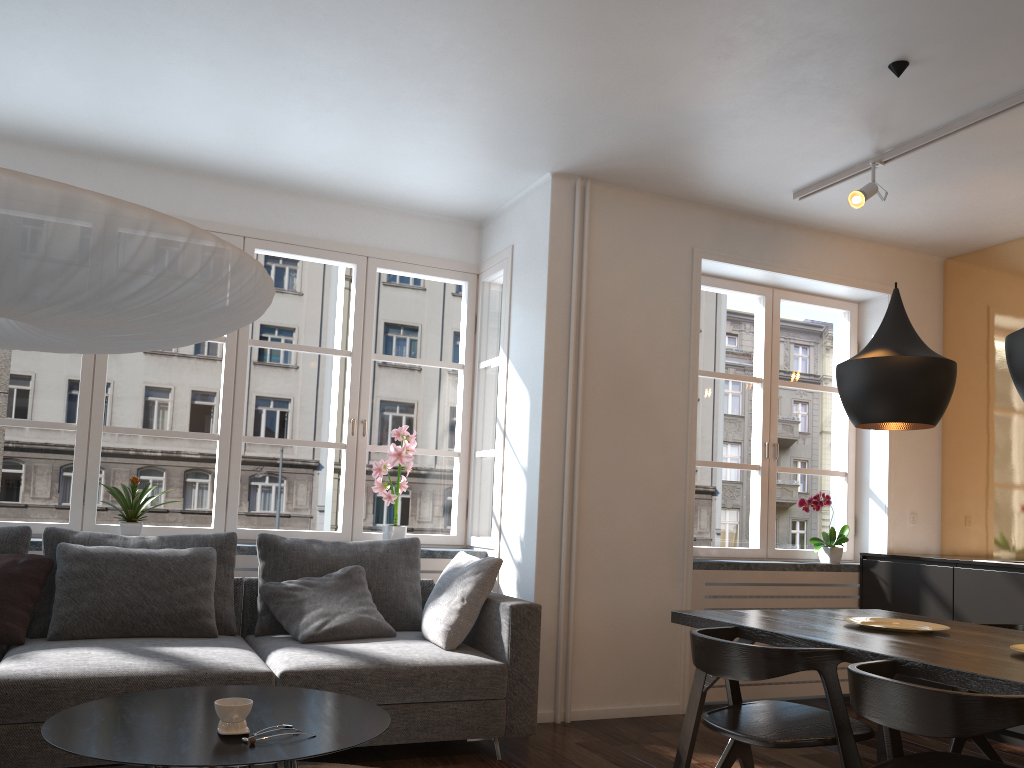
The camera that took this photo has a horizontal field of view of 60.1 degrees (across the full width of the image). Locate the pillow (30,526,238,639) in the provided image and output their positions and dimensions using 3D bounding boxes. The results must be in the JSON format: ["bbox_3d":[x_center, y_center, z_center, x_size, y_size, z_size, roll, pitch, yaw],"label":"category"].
[{"bbox_3d":[-1.666,0.892,3.971,0.841,0.472,0.278,6,-6,-24],"label":"pillow"}]

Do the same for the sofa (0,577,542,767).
[{"bbox_3d":[-1.271,1.109,3.173,3.075,0.667,2.050,6,-9,-24],"label":"sofa"}]

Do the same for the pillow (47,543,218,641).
[{"bbox_3d":[-1.621,0.900,3.833,0.668,0.395,0.293,6,-6,-24],"label":"pillow"}]

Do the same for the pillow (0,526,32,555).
[{"bbox_3d":[-2.454,0.806,3.605,0.838,0.475,0.276,6,-6,-24],"label":"pillow"}]

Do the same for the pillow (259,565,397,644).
[{"bbox_3d":[-0.843,1.002,4.062,0.494,0.319,0.445,9,-9,-42],"label":"pillow"}]

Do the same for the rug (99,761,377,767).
[{"bbox_3d":[-0.839,1.304,2.115,2.853,0.012,2.844,10,-11,-44],"label":"rug"}]

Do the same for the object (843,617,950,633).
[{"bbox_3d":[1.388,0.874,3.199,0.356,0.016,0.358,6,-9,-21],"label":"object"}]

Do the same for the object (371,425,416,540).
[{"bbox_3d":[-0.659,0.573,4.954,0.298,0.686,0.202,-2,-6,45],"label":"object"}]

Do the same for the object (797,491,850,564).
[{"bbox_3d":[1.879,0.854,5.291,0.230,0.434,0.408,-2,-7,42],"label":"object"}]

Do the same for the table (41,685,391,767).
[{"bbox_3d":[-0.751,1.099,2.273,0.849,0.469,0.852,5,-8,-22],"label":"table"}]

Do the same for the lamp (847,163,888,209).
[{"bbox_3d":[1.669,-0.922,4.150,0.252,0.238,0.085,7,-6,-37],"label":"lamp"}]

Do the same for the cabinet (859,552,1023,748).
[{"bbox_3d":[3.433,1.198,3.099,0.734,0.893,5.090,5,-8,-24],"label":"cabinet"}]

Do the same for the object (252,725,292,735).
[{"bbox_3d":[-0.591,0.851,2.184,0.026,0.010,0.125,-2,-10,32],"label":"object"}]

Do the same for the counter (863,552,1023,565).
[{"bbox_3d":[3.453,0.753,3.130,0.734,0.002,5.087,6,-9,-24],"label":"counter"}]

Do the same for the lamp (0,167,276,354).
[{"bbox_3d":[-1.373,-0.243,2.275,1.470,0.208,1.481,1,-8,12],"label":"lamp"}]

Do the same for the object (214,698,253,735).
[{"bbox_3d":[-0.681,0.813,2.151,0.091,0.068,0.140,4,-8,-12],"label":"object"}]

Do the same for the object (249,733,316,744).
[{"bbox_3d":[-0.542,0.839,2.102,0.168,0.015,0.015,9,-9,-37],"label":"object"}]

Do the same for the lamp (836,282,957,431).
[{"bbox_3d":[1.420,-0.110,3.276,0.411,0.538,0.414,2,-6,9],"label":"lamp"}]

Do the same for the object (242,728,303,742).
[{"bbox_3d":[-0.575,0.841,2.129,0.025,0.016,0.164,-4,-10,40],"label":"object"}]

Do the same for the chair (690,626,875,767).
[{"bbox_3d":[0.845,1.154,2.851,0.521,0.667,0.596,5,-6,-25],"label":"chair"}]

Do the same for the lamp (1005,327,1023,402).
[{"bbox_3d":[1.707,-0.190,2.641,0.411,0.538,0.413,-3,-8,42],"label":"lamp"}]

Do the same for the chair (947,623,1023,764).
[{"bbox_3d":[2.010,1.278,3.352,0.521,0.667,0.595,5,-7,-28],"label":"chair"}]

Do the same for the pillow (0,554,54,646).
[{"bbox_3d":[-2.158,0.837,3.566,0.522,0.401,0.312,5,-6,-22],"label":"pillow"}]

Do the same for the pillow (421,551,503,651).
[{"bbox_3d":[-0.271,0.989,4.081,0.287,0.412,0.496,5,-7,-25],"label":"pillow"}]

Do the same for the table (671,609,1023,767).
[{"bbox_3d":[1.620,1.138,2.537,1.109,0.674,2.514,6,-9,-24],"label":"table"}]

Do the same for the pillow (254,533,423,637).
[{"bbox_3d":[-0.830,0.983,4.335,0.838,0.474,0.276,6,-6,-24],"label":"pillow"}]

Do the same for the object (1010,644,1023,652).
[{"bbox_3d":[1.663,0.798,2.592,0.357,0.016,0.356,10,-11,-43],"label":"object"}]

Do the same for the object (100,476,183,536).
[{"bbox_3d":[-1.855,0.620,4.395,0.323,0.326,0.378,-3,-8,41],"label":"object"}]

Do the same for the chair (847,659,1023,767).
[{"bbox_3d":[1.132,1.077,2.232,0.521,0.667,0.596,5,-6,-23],"label":"chair"}]
